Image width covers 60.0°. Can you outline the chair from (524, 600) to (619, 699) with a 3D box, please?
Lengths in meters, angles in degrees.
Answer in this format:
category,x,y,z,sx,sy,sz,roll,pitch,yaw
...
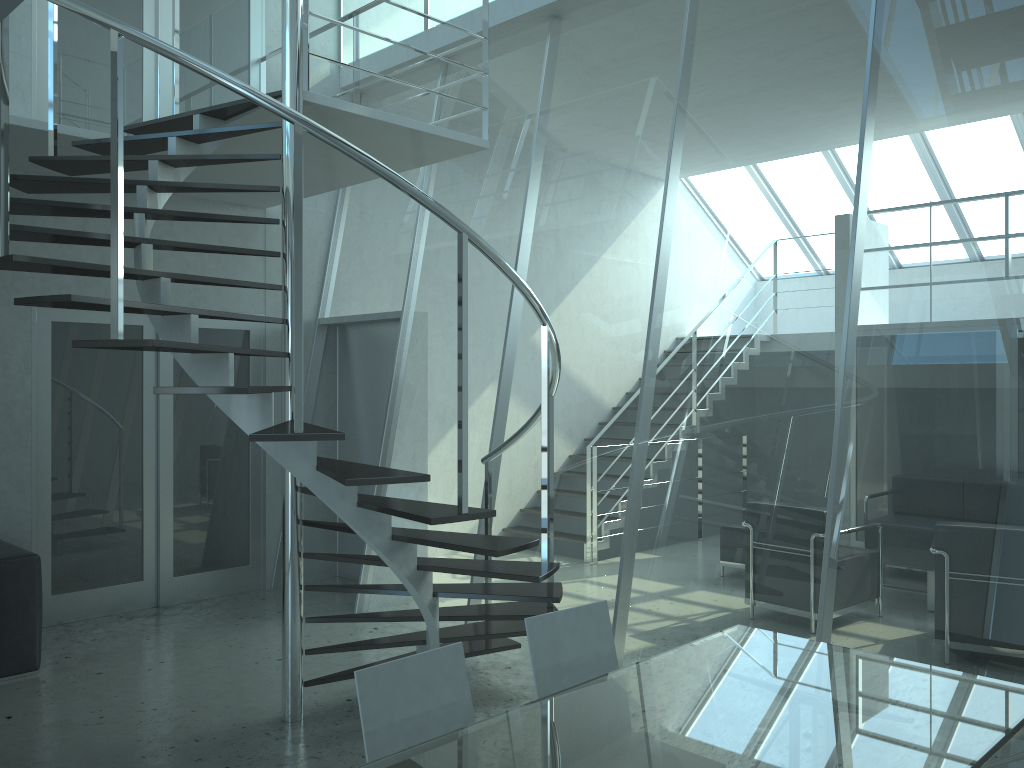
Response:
category,x,y,z,sx,sy,sz,roll,pitch,yaw
chair,0.336,1.161,2.703,0.413,0.857,0.492,0,0,-41

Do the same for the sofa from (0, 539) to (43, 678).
category,x,y,z,sx,sy,sz,roll,pitch,yaw
sofa,-3.596,1.243,4.482,0.943,0.652,2.025,0,0,44

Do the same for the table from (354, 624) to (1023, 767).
category,x,y,z,sx,sy,sz,roll,pitch,yaw
table,0.440,1.229,2.110,1.000,0.720,2.100,0,0,44

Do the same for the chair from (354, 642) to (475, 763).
category,x,y,z,sx,sy,sz,roll,pitch,yaw
chair,-0.099,1.161,2.220,0.492,0.857,0.410,0,0,44

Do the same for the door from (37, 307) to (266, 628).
category,x,y,z,sx,sy,sz,roll,pitch,yaw
door,-2.487,0.189,7.013,1.162,3.200,2.576,0,0,2

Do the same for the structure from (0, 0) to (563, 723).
category,x,y,z,sx,sy,sz,roll,pitch,yaw
structure,-1.495,-0.487,4.617,3.780,4.156,2.655,0,0,44
